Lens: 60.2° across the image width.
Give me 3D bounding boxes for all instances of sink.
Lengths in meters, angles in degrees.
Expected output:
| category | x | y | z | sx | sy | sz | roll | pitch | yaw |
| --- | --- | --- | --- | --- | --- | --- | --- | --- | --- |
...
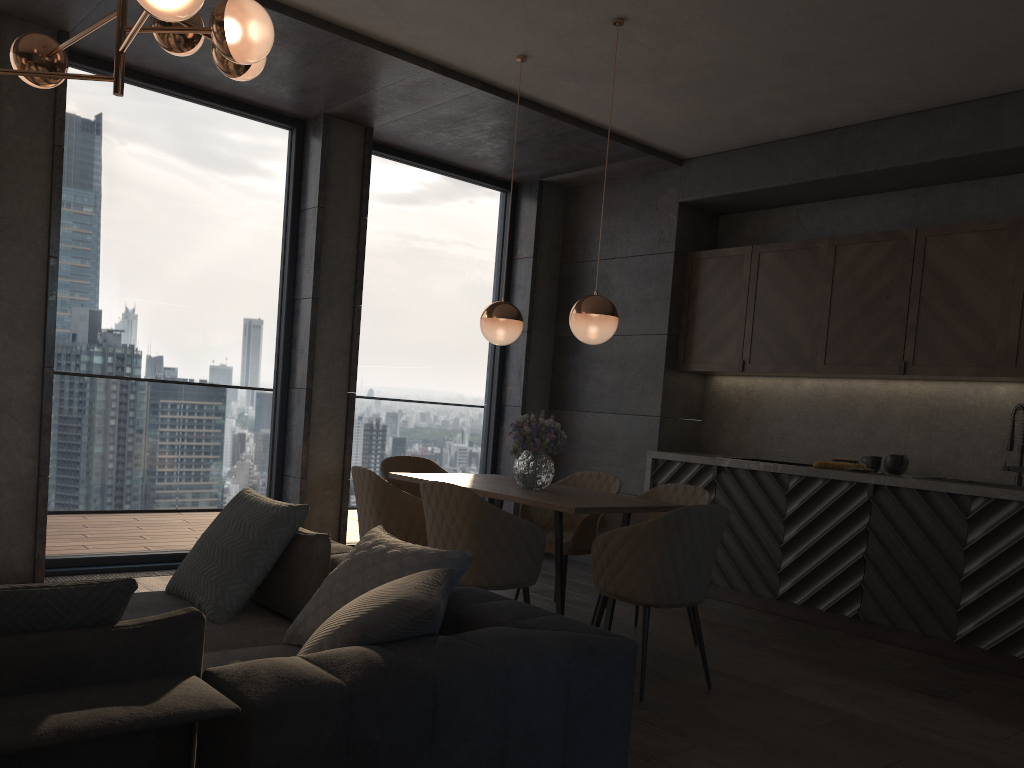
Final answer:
| category | x | y | z | sx | sy | sz | roll | pitch | yaw |
| --- | --- | --- | --- | --- | --- | --- | --- | --- | --- |
| sink | 2.792 | 0.376 | 4.834 | 0.462 | 0.549 | 0.958 | 3 | 0 | -41 |

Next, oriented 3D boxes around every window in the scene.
| category | x | y | z | sx | sy | sz | roll | pitch | yaw |
| --- | --- | --- | --- | --- | --- | --- | --- | --- | --- |
| window | -2.827 | -0.408 | 4.935 | 7.284 | 3.013 | 0.198 | 5 | 2 | -41 |

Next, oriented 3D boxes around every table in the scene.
| category | x | y | z | sx | sy | sz | roll | pitch | yaw |
| --- | --- | --- | --- | --- | --- | --- | --- | --- | --- |
| table | 0.055 | 0.926 | 4.615 | 0.771 | 0.772 | 1.460 | 4 | 0 | -41 |

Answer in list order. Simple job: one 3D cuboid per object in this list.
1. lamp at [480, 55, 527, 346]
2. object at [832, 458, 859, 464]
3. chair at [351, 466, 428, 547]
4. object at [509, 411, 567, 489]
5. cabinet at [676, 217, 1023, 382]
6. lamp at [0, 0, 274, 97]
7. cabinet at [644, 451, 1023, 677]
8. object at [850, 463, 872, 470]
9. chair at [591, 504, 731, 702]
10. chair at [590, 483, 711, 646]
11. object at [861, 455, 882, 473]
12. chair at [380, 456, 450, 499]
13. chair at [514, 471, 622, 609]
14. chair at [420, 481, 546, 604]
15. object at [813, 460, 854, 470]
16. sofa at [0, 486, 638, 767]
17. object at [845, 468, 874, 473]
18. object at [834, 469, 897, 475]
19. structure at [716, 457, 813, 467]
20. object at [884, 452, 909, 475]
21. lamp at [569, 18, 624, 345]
| category | x | y | z | sx | sy | sz | roll | pitch | yaw |
| --- | --- | --- | --- | --- | --- | --- | --- | --- | --- |
| lamp | -0.007 | -0.982 | 4.788 | 0.239 | 1.551 | 0.237 | 2 | 4 | -35 |
| object | 2.139 | 0.513 | 5.672 | 0.156 | 0.068 | 0.117 | 4 | -1 | 34 |
| chair | -0.555 | 0.840 | 4.451 | 0.511 | 0.840 | 0.552 | 3 | 2 | -31 |
| object | 0.131 | 0.339 | 4.591 | 0.297 | 0.410 | 0.328 | 5 | 2 | 19 |
| cabinet | 2.479 | -0.473 | 5.338 | 0.370 | 0.868 | 3.377 | 2 | 0 | -41 |
| lamp | -1.248 | -1.392 | 2.873 | 1.459 | 1.043 | 1.015 | 4 | 1 | 25 |
| cabinet | 2.275 | 1.027 | 5.352 | 0.602 | 0.953 | 3.377 | 3 | 0 | -41 |
| object | 2.131 | 0.513 | 5.415 | 0.116 | 0.045 | 0.119 | 5 | -1 | -36 |
| chair | 0.636 | 0.915 | 3.904 | 0.556 | 0.840 | 0.507 | 3 | 2 | -36 |
| chair | 0.735 | 0.947 | 4.691 | 0.511 | 0.840 | 0.552 | 3 | 3 | -41 |
| object | 2.255 | 0.502 | 5.530 | 0.112 | 0.104 | 0.090 | 4 | 1 | -9 |
| chair | -0.538 | 0.868 | 5.305 | 0.556 | 0.840 | 0.507 | 3 | 2 | -36 |
| chair | 0.329 | 0.932 | 5.195 | 0.552 | 0.840 | 0.511 | 6 | 3 | 44 |
| chair | -0.154 | 0.857 | 3.993 | 0.552 | 0.840 | 0.511 | 6 | 3 | 44 |
| object | 2.046 | 0.515 | 5.556 | 0.301 | 0.055 | 0.071 | 4 | 0 | 0 |
| sofa | -1.365 | 0.732 | 2.188 | 2.918 | 0.787 | 2.014 | 6 | -2 | -41 |
| object | 2.130 | 0.531 | 5.417 | 0.170 | 0.020 | 0.169 | 5 | -2 | -15 |
| object | 2.125 | 0.532 | 5.485 | 0.488 | 0.040 | 0.285 | 3 | -2 | 44 |
| structure | 1.781 | 0.536 | 5.960 | 0.505 | 0.017 | 0.608 | 6 | -2 | -41 |
| object | 2.354 | 0.489 | 5.411 | 0.136 | 0.138 | 0.152 | 5 | 1 | 22 |
| lamp | 0.449 | -0.963 | 4.261 | 0.238 | 1.551 | 0.238 | 6 | 4 | 25 |
